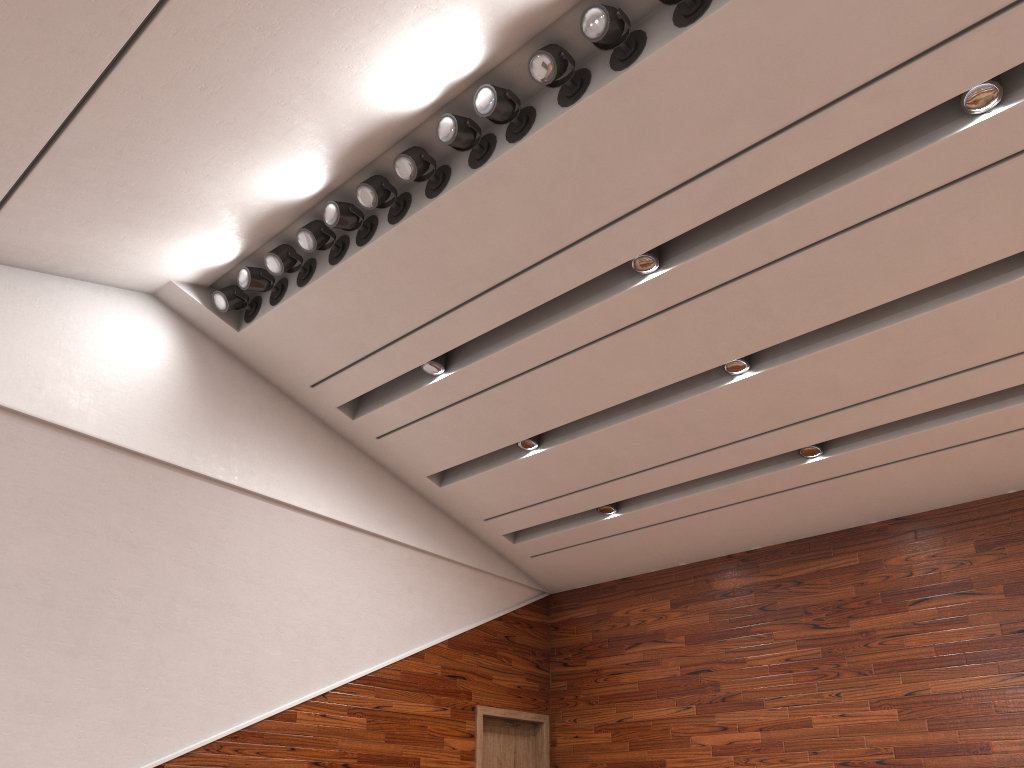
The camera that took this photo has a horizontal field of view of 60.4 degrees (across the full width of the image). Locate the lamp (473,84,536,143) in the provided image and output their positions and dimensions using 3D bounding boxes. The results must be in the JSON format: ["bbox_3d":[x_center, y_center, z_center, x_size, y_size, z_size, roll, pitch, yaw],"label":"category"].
[{"bbox_3d":[-0.007,-0.199,0.638,0.031,0.029,0.045,-21,-32,38],"label":"lamp"}]

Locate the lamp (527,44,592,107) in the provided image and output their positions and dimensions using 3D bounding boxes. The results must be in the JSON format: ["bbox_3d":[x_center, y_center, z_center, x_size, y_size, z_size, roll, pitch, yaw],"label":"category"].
[{"bbox_3d":[0.030,-0.216,0.605,0.031,0.030,0.046,-20,-32,38],"label":"lamp"}]

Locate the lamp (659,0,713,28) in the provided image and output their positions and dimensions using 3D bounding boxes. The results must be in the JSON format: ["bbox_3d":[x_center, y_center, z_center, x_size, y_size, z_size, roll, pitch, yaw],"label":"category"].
[{"bbox_3d":[0.101,-0.247,0.543,0.031,0.029,0.046,-21,-32,38],"label":"lamp"}]

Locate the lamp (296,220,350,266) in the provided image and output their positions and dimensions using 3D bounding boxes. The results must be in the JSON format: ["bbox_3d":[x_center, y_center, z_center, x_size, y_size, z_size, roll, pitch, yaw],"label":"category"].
[{"bbox_3d":[-0.170,-0.129,0.781,0.031,0.030,0.046,-20,-32,38],"label":"lamp"}]

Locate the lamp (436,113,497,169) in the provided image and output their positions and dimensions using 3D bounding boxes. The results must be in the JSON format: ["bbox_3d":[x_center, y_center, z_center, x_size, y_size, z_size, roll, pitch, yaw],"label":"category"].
[{"bbox_3d":[-0.037,-0.187,0.664,0.031,0.029,0.045,-21,-32,38],"label":"lamp"}]

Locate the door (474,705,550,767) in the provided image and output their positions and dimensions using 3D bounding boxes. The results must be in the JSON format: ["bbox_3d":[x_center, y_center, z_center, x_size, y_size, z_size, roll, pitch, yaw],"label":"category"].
[{"bbox_3d":[-0.006,0.544,1.133,0.025,0.228,0.143,-18,-29,38],"label":"door"}]

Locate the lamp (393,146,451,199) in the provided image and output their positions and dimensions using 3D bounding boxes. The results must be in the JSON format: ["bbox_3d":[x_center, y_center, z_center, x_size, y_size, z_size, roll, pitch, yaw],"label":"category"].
[{"bbox_3d":[-0.074,-0.171,0.696,0.031,0.030,0.046,-20,-32,38],"label":"lamp"}]

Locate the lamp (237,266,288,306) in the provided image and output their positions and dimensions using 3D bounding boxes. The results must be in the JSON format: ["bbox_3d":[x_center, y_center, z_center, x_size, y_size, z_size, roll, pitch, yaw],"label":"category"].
[{"bbox_3d":[-0.241,-0.097,0.843,0.031,0.029,0.045,-21,-32,38],"label":"lamp"}]

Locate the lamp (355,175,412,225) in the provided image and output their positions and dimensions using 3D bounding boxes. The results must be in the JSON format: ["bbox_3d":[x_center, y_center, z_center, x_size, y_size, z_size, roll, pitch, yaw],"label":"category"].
[{"bbox_3d":[-0.109,-0.156,0.727,0.031,0.030,0.046,-20,-32,38],"label":"lamp"}]

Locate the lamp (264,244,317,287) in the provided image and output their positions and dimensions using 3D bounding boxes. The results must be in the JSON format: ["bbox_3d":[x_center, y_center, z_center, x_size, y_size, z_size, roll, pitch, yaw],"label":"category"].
[{"bbox_3d":[-0.207,-0.112,0.813,0.031,0.030,0.046,-20,-32,38],"label":"lamp"}]

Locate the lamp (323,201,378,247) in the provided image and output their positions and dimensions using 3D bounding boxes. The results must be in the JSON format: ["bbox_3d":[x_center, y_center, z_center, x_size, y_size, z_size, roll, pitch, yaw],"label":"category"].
[{"bbox_3d":[-0.141,-0.141,0.755,0.031,0.029,0.045,-21,-32,38],"label":"lamp"}]

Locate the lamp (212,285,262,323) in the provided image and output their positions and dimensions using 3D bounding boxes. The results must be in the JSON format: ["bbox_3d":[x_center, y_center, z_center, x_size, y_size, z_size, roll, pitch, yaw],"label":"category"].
[{"bbox_3d":[-0.275,-0.082,0.872,0.031,0.030,0.046,-20,-32,38],"label":"lamp"}]

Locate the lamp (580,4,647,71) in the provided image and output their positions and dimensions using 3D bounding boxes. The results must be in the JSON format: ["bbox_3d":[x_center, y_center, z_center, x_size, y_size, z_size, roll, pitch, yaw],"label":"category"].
[{"bbox_3d":[0.064,-0.231,0.576,0.031,0.029,0.046,-21,-32,38],"label":"lamp"}]
